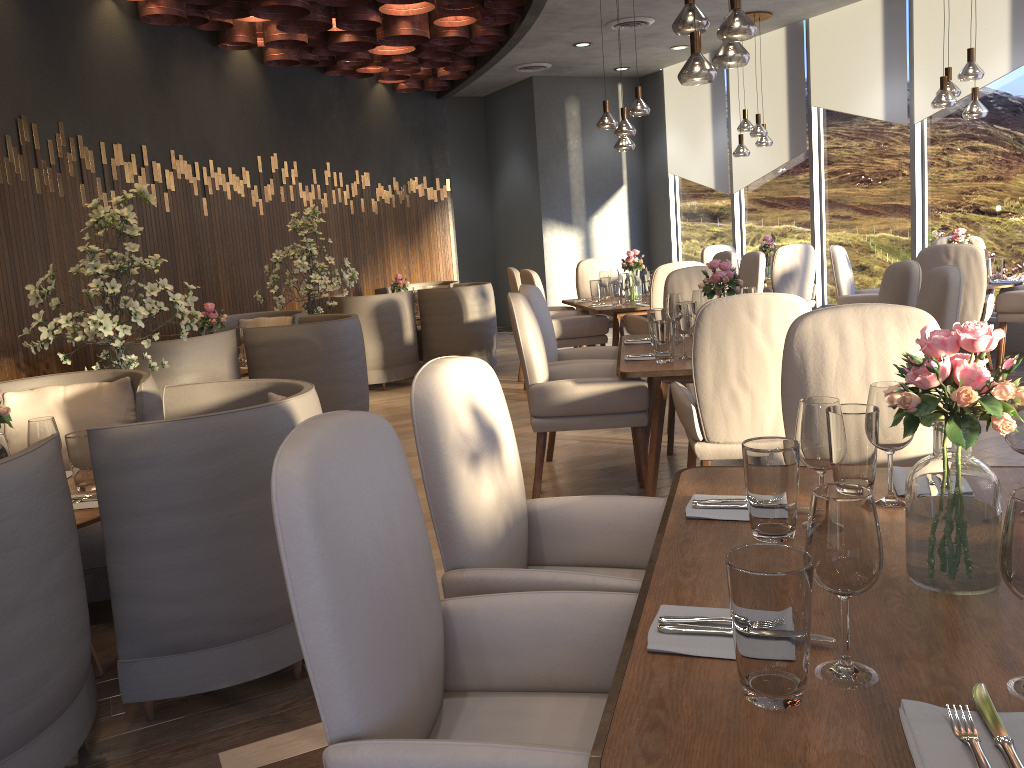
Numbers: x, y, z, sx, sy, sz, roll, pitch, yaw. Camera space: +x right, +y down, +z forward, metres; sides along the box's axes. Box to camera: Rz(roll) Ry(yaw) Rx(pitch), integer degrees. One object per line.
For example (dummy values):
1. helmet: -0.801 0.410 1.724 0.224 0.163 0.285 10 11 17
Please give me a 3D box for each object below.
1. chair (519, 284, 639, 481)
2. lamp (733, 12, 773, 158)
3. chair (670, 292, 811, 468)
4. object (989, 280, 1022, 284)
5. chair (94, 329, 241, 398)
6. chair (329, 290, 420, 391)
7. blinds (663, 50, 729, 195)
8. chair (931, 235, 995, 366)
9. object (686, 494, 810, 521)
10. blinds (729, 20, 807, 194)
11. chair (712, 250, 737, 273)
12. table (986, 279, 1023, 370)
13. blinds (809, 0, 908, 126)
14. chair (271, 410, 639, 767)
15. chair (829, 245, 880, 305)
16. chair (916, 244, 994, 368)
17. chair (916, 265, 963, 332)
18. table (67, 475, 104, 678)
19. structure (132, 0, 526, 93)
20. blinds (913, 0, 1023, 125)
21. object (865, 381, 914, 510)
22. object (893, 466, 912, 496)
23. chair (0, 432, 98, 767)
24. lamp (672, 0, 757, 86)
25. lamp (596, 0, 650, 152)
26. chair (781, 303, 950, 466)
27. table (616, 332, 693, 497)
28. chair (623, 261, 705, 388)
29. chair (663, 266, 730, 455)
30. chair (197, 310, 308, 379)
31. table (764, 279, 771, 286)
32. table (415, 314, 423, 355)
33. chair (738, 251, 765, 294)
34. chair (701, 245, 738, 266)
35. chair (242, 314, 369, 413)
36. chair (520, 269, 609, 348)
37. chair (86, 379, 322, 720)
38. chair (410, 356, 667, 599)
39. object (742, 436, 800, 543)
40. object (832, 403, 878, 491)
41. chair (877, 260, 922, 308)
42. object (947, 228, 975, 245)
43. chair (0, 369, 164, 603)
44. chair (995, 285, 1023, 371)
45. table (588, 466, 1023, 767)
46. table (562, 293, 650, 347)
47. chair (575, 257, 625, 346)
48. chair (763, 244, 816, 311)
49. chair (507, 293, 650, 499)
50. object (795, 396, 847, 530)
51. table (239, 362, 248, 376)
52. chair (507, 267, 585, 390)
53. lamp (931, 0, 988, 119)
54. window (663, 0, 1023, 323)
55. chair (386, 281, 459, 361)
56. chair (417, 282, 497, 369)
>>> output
1. chair: 0.372 -0.035 4.609 0.599 0.996 0.531 -3 8 11
2. lamp: 2.352 -2.917 8.719 0.440 1.320 0.440 -8 9 -26
3. chair: 0.895 0.128 3.407 0.528 0.996 0.602 -3 8 6
4. object: 3.584 -0.752 6.488 0.255 0.019 0.158 2 11 33
5. chair: -1.931 0.158 4.925 0.774 0.834 0.598 -3 8 5
6. chair: -1.266 -0.381 7.871 0.774 0.834 0.598 -2 9 14
7. blinds: 2.184 -3.593 10.681 0.007 2.669 1.176 -8 9 -25
8. chair: 3.595 -0.689 7.156 0.528 0.996 0.602 0 9 27
9. object: 0.485 0.246 1.805 0.255 0.019 0.158 -1 10 18
10. blinds: 2.726 -3.445 9.561 0.007 2.669 1.176 -8 9 -25
11. chair: 1.613 -0.624 7.612 0.600 0.996 0.530 -6 8 -11
12. table: 3.371 -0.425 6.685 0.835 0.659 0.836 -8 10 -26
13. blinds: 3.238 -3.727 8.383 0.007 2.669 1.176 -8 9 -25
14. chair: 0.013 0.534 1.352 0.599 0.996 0.531 -3 8 11
15. chair: 2.836 -0.606 6.983 0.600 0.996 0.530 1 9 30
16. chair: 3.046 -0.482 6.148 0.528 0.996 0.602 0 9 28
17. chair: 1.611 0.002 3.856 0.599 0.996 0.531 -3 8 11
18. table: -1.509 0.645 2.654 0.836 0.559 0.836 -10 10 -32
19. structure: -1.228 -2.595 5.093 2.754 0.554 9.499 -3 9 5
20. blinds: 3.780 -3.579 7.265 0.007 2.669 1.176 -8 9 -25
21. object: 0.750 0.121 1.759 0.092 0.243 0.092 -7 9 -22
22. object: 0.891 0.206 1.871 0.157 0.019 0.256 -1 10 19
23. chair: -1.404 0.609 1.995 0.775 0.834 0.597 -6 9 -15
24. lamp: 0.881 -2.017 3.946 0.440 1.320 0.441 -7 8 -20
25. lamp: 0.850 -2.515 6.952 0.439 1.320 0.441 -2 8 14
26. chair: 0.911 0.321 2.246 0.528 0.996 0.602 -1 9 18
27. table: 1.012 0.148 4.244 0.964 0.663 1.313 -3 9 8
28. chair: 1.138 -0.390 6.415 0.528 0.996 0.602 -6 8 -11
29. chair: 1.089 -0.159 5.048 0.528 0.996 0.602 -3 8 11
30. chair: -1.708 -0.074 6.221 0.774 0.834 0.598 -3 8 10
31. table: 2.504 -0.752 9.018 0.835 0.659 0.836 -8 10 -23
32. table: -1.033 -0.365 8.512 0.833 0.559 0.838 -2 9 14
33. chair: 1.698 -0.537 7.056 0.600 0.996 0.530 -5 8 -6
34. chair: 2.357 -1.006 9.586 0.528 0.996 0.602 -6 8 -12
35. chair: -1.187 0.017 5.452 0.595 0.834 0.778 -2 9 14
36. chair: 0.402 -0.413 6.866 0.600 0.996 0.530 -6 8 -13
37. chair: -0.844 0.447 2.725 0.595 0.834 0.777 -5 9 -5
38. chair: 0.143 0.433 1.900 0.599 0.996 0.531 -1 8 18
39. object: 0.478 0.195 1.630 0.102 0.177 0.102 -10 10 -35
40. object: 0.719 0.138 1.867 0.102 0.177 0.102 -12 11 -44
41. chair: 1.692 -0.096 4.410 0.599 0.996 0.530 -3 8 6
42. object: 3.340 -0.956 6.615 0.210 0.414 0.198 -8 9 -27
43. chair: -1.654 0.402 3.342 0.774 0.834 0.598 -6 8 -10
44. chair: 3.822 -0.574 6.369 0.600 0.996 0.530 1 9 31
45. table: 0.724 0.632 1.461 0.964 0.663 1.313 -2 9 15
46. table: 1.024 -0.354 7.252 0.965 0.663 1.312 -5 9 -8
47. chair: 0.851 -0.642 8.050 0.528 0.996 0.602 -5 8 -6
48. chair: 2.577 -0.833 8.454 0.528 0.996 0.602 -6 8 -11
49. chair: 0.312 0.063 4.048 0.599 0.996 0.530 -4 8 4
50. object: 0.579 0.150 1.659 0.092 0.243 0.092 -9 9 -29
51. table: -1.815 0.179 5.585 0.833 0.559 0.838 -1 9 17
52. chair: 0.295 -0.498 7.421 0.600 0.996 0.530 -5 8 -6
53. lamp: 3.226 -2.593 6.400 0.440 1.320 0.440 -9 9 -32
54. window: 3.186 -1.266 2.614 8.058 3.185 16.199 -1 10 20
55. chair: -0.820 -0.619 9.106 0.774 0.834 0.598 -1 9 19
56. chair: -0.440 -0.505 8.260 0.595 0.834 0.778 0 9 24
